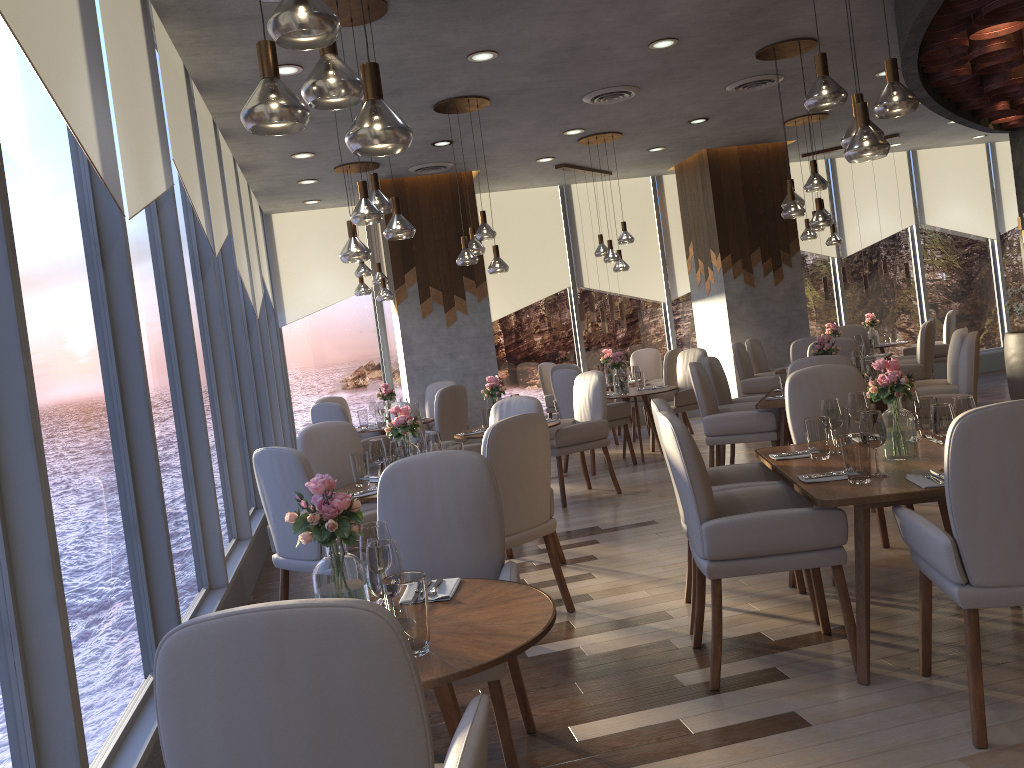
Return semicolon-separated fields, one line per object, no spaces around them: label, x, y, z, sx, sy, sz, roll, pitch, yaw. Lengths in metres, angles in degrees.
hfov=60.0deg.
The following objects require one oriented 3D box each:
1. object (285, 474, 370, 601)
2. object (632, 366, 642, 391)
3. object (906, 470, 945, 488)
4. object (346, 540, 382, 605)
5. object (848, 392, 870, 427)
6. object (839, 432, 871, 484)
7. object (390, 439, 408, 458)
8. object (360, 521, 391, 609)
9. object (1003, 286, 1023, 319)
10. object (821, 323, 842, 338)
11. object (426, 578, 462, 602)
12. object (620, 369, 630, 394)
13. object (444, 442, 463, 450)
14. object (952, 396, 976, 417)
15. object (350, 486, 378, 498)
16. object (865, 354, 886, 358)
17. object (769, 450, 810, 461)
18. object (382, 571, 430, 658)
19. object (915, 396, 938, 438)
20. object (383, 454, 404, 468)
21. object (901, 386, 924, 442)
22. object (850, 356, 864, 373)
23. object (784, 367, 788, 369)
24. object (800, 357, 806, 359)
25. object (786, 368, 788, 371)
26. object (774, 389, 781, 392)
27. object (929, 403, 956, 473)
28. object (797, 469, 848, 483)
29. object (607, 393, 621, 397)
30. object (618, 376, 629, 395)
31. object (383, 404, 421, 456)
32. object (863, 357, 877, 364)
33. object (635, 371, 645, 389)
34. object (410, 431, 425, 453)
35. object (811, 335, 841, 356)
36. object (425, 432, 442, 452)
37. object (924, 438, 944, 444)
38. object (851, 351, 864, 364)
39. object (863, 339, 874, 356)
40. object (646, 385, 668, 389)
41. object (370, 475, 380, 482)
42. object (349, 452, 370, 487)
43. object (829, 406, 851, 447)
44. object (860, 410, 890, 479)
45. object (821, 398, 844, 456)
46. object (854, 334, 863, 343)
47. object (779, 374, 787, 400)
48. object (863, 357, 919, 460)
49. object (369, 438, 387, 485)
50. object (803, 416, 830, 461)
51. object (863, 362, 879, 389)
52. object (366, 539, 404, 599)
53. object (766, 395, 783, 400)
object;-0.459;0.433;2.260;0.197;0.415;0.210;-7;2;12
object;1.261;-0.057;8.898;0.092;0.244;0.092;-7;2;35
object;1.488;0.329;3.121;0.157;0.019;0.255;-7;3;8
object;-0.411;0.534;2.487;0.102;0.178;0.102;-7;2;2
object;1.560;0.161;3.975;0.092;0.244;0.092;-7;1;6
object;1.260;0.272;3.237;0.102;0.178;0.102;-7;2;11
object;-0.580;0.412;4.581;0.092;0.244;0.092;-8;2;-27
object;-0.359;0.499;2.393;0.092;0.244;0.092;-8;1;-20
object;5.297;-0.600;8.710;0.746;1.615;0.789;-8;2;-5
object;3.337;-0.430;9.199;0.198;0.415;0.210;-8;2;-33
object;-0.239;0.590;2.523;0.157;0.019;0.255;-7;3;6
object;1.111;-0.026;8.690;0.092;0.244;0.092;-8;1;-17
object;-0.299;0.403;4.691;0.102;0.178;0.102;-6;2;40
object;1.730;0.170;3.376;0.092;0.244;0.092;-9;2;-41
object;-0.726;0.547;4.548;0.157;0.019;0.256;-5;4;44
object;3.751;-0.290;9.236;0.254;0.019;0.158;-6;4;33
object;1.288;0.310;3.971;0.255;0.019;0.157;-7;3;5
object;-0.238;0.534;2.050;0.102;0.178;0.102;-8;2;-29
object;1.874;0.151;4.004;0.102;0.178;0.102;-9;2;-37
object;-0.588;0.452;4.473;0.102;0.178;0.102;-7;2;20
object;1.777;0.134;3.948;0.092;0.244;0.092;-7;1;9
object;2.439;-0.075;6.261;0.092;0.244;0.092;-8;1;-19
object;2.946;-0.180;9.148;0.254;0.019;0.158;-6;3;32
object;2.266;-0.082;6.824;0.092;0.244;0.092;-6;2;42
object;2.166;-0.035;6.796;0.102;0.178;0.102;-6;2;38
object;2.189;0.034;6.964;0.254;0.019;0.158;-6;3;22
object;1.583;0.196;3.242;0.092;0.244;0.092;-7;1;10
object;1.235;0.347;3.401;0.255;0.019;0.157;-7;3;5
object;0.961;0.107;8.685;0.255;0.019;0.157;-10;4;-36
object;1.085;0.016;8.585;0.102;0.178;0.102;-8;2;-30
object;-0.573;0.316;4.749;0.210;0.415;0.198;-8;2;-13
object;2.760;-0.114;6.819;0.102;0.178;0.102;-8;2;-10
object;1.298;-0.034;9.003;0.102;0.178;0.102;-8;2;-19
object;-0.521;0.387;4.922;0.092;0.244;0.092;-8;1;-17
object;2.320;-0.157;6.544;0.209;0.415;0.198;-6;2;37
object;-0.411;0.384;4.704;0.092;0.244;0.092;-7;2;24
object;1.916;0.234;3.842;0.255;0.019;0.158;-7;3;7
object;2.650;-0.131;6.793;0.092;0.244;0.092;-8;2;-24
object;3.785;-0.384;9.395;0.102;0.178;0.102;-8;2;-31
object;1.440;0.033;8.904;0.255;0.019;0.157;-10;4;-35
object;-0.729;0.525;4.960;0.158;0.019;0.254;-10;4;-42
object;-0.822;0.465;4.814;0.102;0.178;0.102;-8;2;-16
object;1.503;0.196;4.066;0.102;0.178;0.102;-7;2;9
object;1.348;0.224;3.294;0.092;0.244;0.092;-8;1;-20
object;1.401;0.187;3.864;0.092;0.244;0.092;-7;2;25
object;3.672;-0.402;9.387;0.092;0.244;0.092;-8;1;-15
object;1.950;0.022;6.267;0.102;0.178;0.102;-6;2;38
object;1.557;0.097;3.622;0.210;0.415;0.198;-7;1;2
object;-0.720;0.419;4.793;0.092;0.244;0.092;-6;2;45
object;1.313;0.235;3.807;0.102;0.178;0.102;-7;2;11
object;2.549;-0.058;6.287;0.102;0.178;0.102;-6;2;40
object;-0.301;0.504;2.141;0.092;0.244;0.092;-7;2;24
object;1.973;0.090;6.435;0.254;0.019;0.158;-6;3;22
